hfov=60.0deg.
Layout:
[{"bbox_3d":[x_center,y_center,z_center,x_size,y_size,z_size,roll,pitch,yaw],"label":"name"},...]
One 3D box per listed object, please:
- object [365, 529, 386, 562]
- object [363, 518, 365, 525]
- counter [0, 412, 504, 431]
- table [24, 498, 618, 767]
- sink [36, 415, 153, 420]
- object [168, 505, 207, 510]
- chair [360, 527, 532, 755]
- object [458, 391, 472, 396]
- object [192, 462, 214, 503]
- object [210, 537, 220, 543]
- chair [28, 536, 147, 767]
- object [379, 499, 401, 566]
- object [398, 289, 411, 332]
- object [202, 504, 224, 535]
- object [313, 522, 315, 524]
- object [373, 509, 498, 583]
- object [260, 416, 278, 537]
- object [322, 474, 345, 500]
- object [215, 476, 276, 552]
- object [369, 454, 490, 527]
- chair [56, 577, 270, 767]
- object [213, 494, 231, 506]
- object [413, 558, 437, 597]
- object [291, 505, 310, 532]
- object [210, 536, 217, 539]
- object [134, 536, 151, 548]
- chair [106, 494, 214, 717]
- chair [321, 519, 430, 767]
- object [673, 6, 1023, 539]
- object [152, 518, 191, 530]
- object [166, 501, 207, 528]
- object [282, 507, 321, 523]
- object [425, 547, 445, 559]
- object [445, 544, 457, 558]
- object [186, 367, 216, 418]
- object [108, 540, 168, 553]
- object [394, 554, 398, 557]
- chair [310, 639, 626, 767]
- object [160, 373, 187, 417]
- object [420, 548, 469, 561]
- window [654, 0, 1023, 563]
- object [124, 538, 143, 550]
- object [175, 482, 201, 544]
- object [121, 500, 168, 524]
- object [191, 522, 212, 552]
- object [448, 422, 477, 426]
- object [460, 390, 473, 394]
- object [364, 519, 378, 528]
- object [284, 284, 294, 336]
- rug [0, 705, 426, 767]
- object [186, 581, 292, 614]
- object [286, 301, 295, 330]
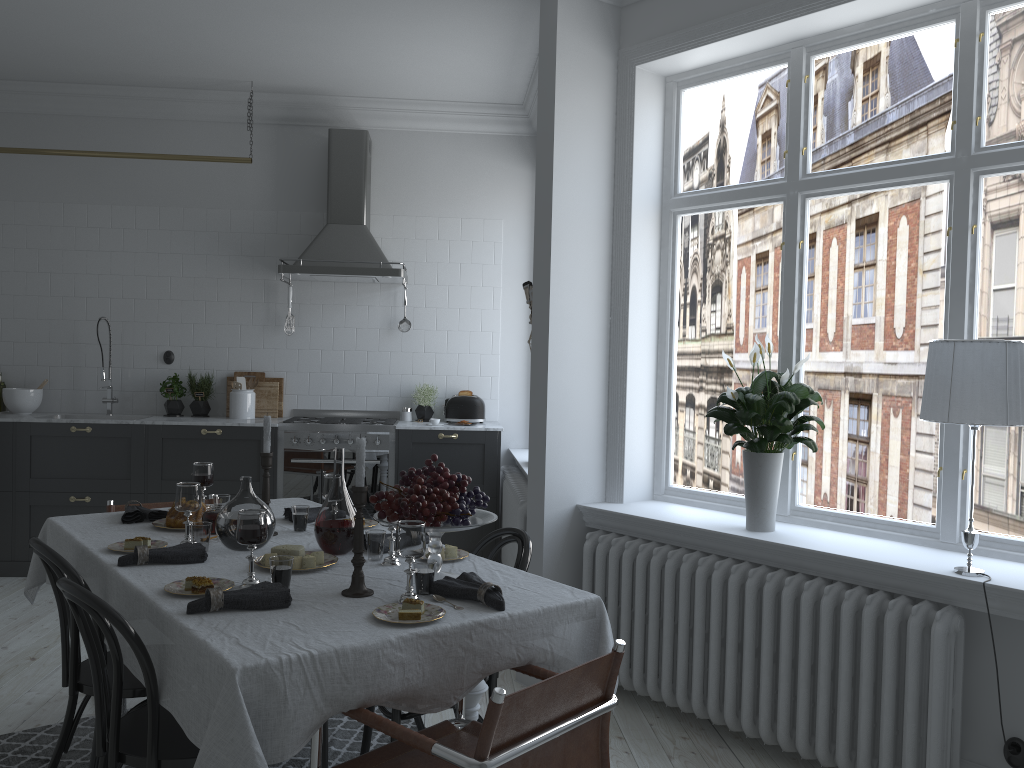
[{"bbox_3d":[-0.439,0.521,2.853,0.066,0.094,0.066,2,2,7],"label":"object"},{"bbox_3d":[-0.594,0.528,3.448,0.036,0.039,0.051,1,2,-27],"label":"object"},{"bbox_3d":[-2.023,0.255,6.158,3.902,0.020,0.624,1,2,-4],"label":"counter"},{"bbox_3d":[-0.790,0.973,2.964,1.210,0.842,2.179,0,2,-38],"label":"table"},{"bbox_3d":[-2.845,0.328,6.053,0.669,0.203,0.384,1,2,-4],"label":"sink"},{"bbox_3d":[-1.310,0.518,3.639,0.182,0.013,0.182,1,2,-4],"label":"object"},{"bbox_3d":[-0.224,0.957,2.994,0.564,0.909,0.463,1,2,-26],"label":"chair"},{"bbox_3d":[-0.340,0.107,6.424,0.107,0.110,0.010,1,2,0],"label":"object"},{"bbox_3d":[-1.232,0.423,3.530,0.083,0.215,0.083,1,2,0],"label":"object"},{"bbox_3d":[-1.010,0.541,3.127,0.075,0.009,0.150,2,2,31],"label":"object"},{"bbox_3d":[-1.280,0.932,2.926,0.564,0.909,0.463,0,2,-41],"label":"chair"},{"bbox_3d":[-0.380,0.465,2.807,0.083,0.215,0.083,1,2,-9],"label":"object"},{"bbox_3d":[-0.778,-0.540,6.451,0.101,0.331,0.030,2,2,6],"label":"object"},{"bbox_3d":[-1.075,0.491,3.211,0.091,0.101,0.091,3,2,41],"label":"object"},{"bbox_3d":[-0.725,0.538,3.462,0.031,0.012,0.131,3,2,38],"label":"object"},{"bbox_3d":[-0.228,0.485,2.634,0.367,0.188,0.367,3,2,37],"label":"object"},{"bbox_3d":[-0.888,0.330,3.207,0.089,0.432,0.089,2,2,18],"label":"object"},{"bbox_3d":[-0.658,0.445,3.270,0.083,0.215,0.083,1,2,0],"label":"object"},{"bbox_3d":[-0.889,0.432,2.962,0.194,0.245,0.194,1,2,-21],"label":"object"},{"bbox_3d":[-0.224,0.320,2.618,0.347,0.215,0.318,0,2,-42],"label":"object"},{"bbox_3d":[-0.952,0.953,2.459,0.463,0.909,0.564,3,2,44],"label":"chair"},{"bbox_3d":[-1.144,0.485,3.493,0.066,0.094,0.066,1,2,-16],"label":"object"},{"bbox_3d":[-0.242,0.537,2.456,0.066,0.094,0.066,1,2,-16],"label":"object"},{"bbox_3d":[-0.785,0.500,3.288,0.066,0.094,0.066,1,2,-16],"label":"object"},{"bbox_3d":[-1.019,0.528,3.109,0.031,0.031,0.167,2,2,31],"label":"object"},{"bbox_3d":[-1.230,0.526,2.950,0.057,0.037,0.021,2,2,14],"label":"object"},{"bbox_3d":[-1.442,0.940,3.796,0.546,0.837,0.593,0,2,-33],"label":"chair"},{"bbox_3d":[-0.598,0.936,3.436,0.564,0.909,0.463,0,2,-41],"label":"chair"},{"bbox_3d":[-10.728,-1.049,1.015,72.085,19.432,33.873,0,2,-39],"label":"object"},{"bbox_3d":[-1.218,0.527,3.336,0.251,0.018,0.251,1,2,-4],"label":"object"},{"bbox_3d":[-1.225,0.486,3.327,0.191,0.105,0.164,2,2,15],"label":"object"},{"bbox_3d":[-0.801,0.511,3.559,0.165,0.061,0.247,3,2,35],"label":"object"},{"bbox_3d":[-0.252,0.551,2.914,0.039,0.040,0.078,1,2,-30],"label":"object"},{"bbox_3d":[-0.218,0.553,2.939,0.040,0.039,0.077,0,2,-35],"label":"object"},{"bbox_3d":[-2.220,0.052,6.314,0.186,0.367,0.196,3,2,40],"label":"object"},{"bbox_3d":[-1.236,0.539,2.931,0.182,0.013,0.182,2,2,11],"label":"object"},{"bbox_3d":[-0.355,0.562,2.943,0.031,0.012,0.131,3,2,38],"label":"object"},{"bbox_3d":[-0.109,1.020,2.144,0.593,0.837,0.546,3,2,41],"label":"chair"},{"bbox_3d":[-2.416,0.075,6.314,0.172,0.311,0.179,2,2,6],"label":"object"},{"bbox_3d":[-0.233,0.565,2.921,0.182,0.013,0.182,1,2,-4],"label":"object"},{"bbox_3d":[1.427,-0.416,3.526,0.061,2.080,2.079,0,2,-42],"label":"window"},{"bbox_3d":[-1.246,0.526,2.921,0.057,0.037,0.021,1,2,-14],"label":"object"},{"bbox_3d":[-1.088,0.442,2.977,0.083,0.215,0.083,1,2,0],"label":"object"},{"bbox_3d":[-1.481,0.496,3.447,0.247,0.061,0.165,3,2,35],"label":"object"},{"bbox_3d":[-1.020,0.504,2.911,0.066,0.094,0.066,1,2,-16],"label":"object"},{"bbox_3d":[-0.346,0.281,6.201,0.209,0.011,0.209,2,2,33],"label":"object"},{"bbox_3d":[-0.339,0.100,6.502,0.107,0.110,0.010,1,2,0],"label":"object"},{"bbox_3d":[-0.608,0.542,3.416,0.182,0.013,0.182,1,2,-4],"label":"object"},{"bbox_3d":[-1.596,-0.534,6.364,0.074,0.381,0.076,1,2,-24],"label":"object"},{"bbox_3d":[-0.885,1.385,2.881,1.701,0.021,2.166,0,2,-37],"label":"rug"},{"bbox_3d":[-0.682,0.549,2.273,0.165,0.061,0.247,3,2,35],"label":"object"},{"bbox_3d":[-1.600,-0.560,6.396,0.066,0.332,0.024,1,2,1],"label":"object"}]
